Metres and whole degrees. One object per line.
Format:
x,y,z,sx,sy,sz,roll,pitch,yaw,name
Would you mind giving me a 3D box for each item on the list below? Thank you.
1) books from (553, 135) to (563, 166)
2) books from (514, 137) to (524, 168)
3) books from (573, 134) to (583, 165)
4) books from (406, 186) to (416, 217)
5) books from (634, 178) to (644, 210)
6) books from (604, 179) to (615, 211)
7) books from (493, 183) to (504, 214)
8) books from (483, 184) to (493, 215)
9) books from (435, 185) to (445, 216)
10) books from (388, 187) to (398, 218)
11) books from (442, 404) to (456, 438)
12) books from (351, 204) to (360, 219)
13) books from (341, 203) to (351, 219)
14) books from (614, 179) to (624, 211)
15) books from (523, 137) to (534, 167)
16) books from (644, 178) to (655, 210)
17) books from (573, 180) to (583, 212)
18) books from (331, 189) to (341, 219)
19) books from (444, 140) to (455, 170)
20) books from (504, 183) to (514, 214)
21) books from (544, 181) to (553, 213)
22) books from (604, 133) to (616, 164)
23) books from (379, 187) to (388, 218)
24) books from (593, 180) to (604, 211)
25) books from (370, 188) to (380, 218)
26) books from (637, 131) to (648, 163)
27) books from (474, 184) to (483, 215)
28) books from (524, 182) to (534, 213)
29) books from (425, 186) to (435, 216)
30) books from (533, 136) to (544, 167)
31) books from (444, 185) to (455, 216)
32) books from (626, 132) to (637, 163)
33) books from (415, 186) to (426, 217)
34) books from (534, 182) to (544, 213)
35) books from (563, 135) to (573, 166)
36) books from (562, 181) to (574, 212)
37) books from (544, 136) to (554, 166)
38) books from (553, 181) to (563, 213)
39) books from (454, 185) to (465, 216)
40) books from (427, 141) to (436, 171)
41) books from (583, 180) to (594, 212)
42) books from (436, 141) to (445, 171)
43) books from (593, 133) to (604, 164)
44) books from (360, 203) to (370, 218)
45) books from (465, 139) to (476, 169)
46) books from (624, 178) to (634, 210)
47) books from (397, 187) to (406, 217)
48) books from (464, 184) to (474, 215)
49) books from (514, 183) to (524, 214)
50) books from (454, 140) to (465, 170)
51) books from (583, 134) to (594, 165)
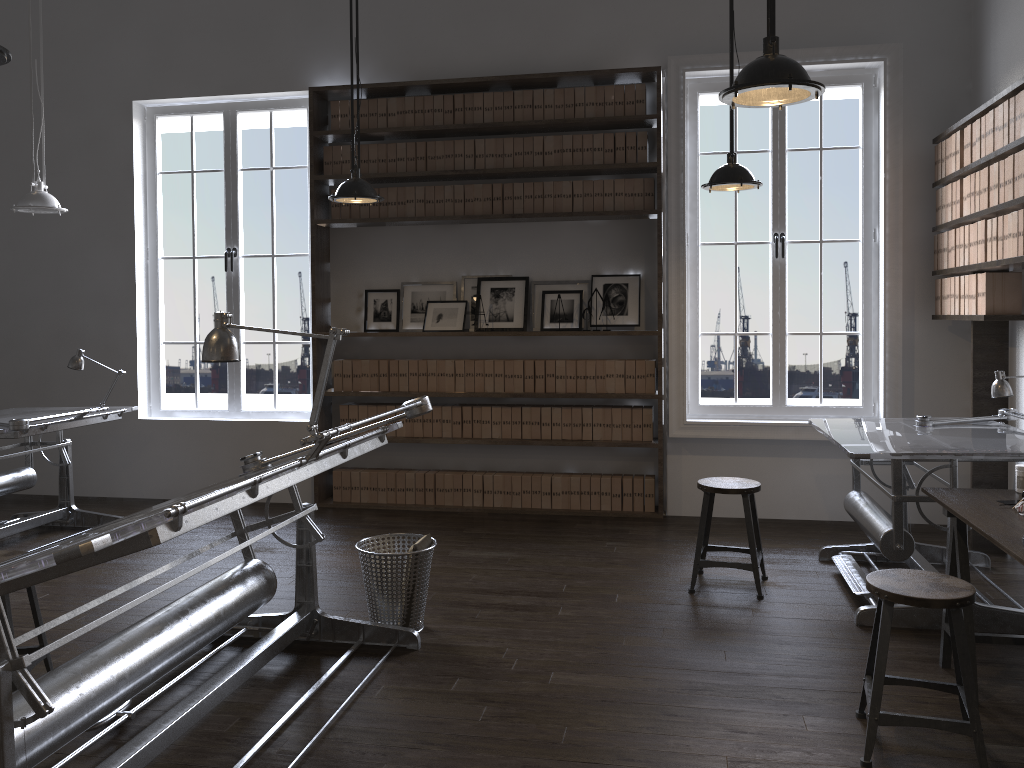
0.330,-1.594,6.139,0.067,0.225,0.175,0,3,11,books
0.060,-1.596,6.192,0.067,0.225,0.175,0,3,11,books
0.462,-1.593,6.116,0.067,0.225,0.175,0,3,11,books
-0.703,-1.289,6.340,0.067,0.225,0.175,0,3,11,books
0.869,-1.279,6.045,0.067,0.225,0.175,0,3,11,books
0.670,-1.280,6.082,0.067,0.225,0.175,0,3,11,books
-0.084,-1.285,6.221,0.067,0.225,0.175,0,3,11,books
-0.156,-1.286,6.241,0.067,0.225,0.175,0,3,11,books
-0.493,-1.288,6.305,0.067,0.225,0.175,0,3,11,books
-0.831,-1.289,6.361,0.067,0.225,0.175,0,3,11,books
-0.444,0.261,6.330,0.067,0.225,0.175,0,3,11,books
-1.105,-1.291,6.419,0.067,0.225,0.175,0,3,11,books
-1.180,-1.291,6.428,0.067,0.225,0.175,0,3,11,books
0.741,-1.280,6.065,0.067,0.225,0.175,0,3,11,books
0.128,-1.595,6.178,0.067,0.225,0.175,0,3,11,books
0.938,-1.279,6.033,0.067,0.225,0.175,0,3,11,books
0.464,-1.282,6.119,0.067,0.225,0.175,0,3,11,books
-1.252,-1.292,6.447,0.067,0.225,0.175,0,3,11,books
-0.424,-1.598,6.276,0.067,0.225,0.175,0,3,11,books
-0.010,-1.285,6.213,0.067,0.225,0.175,0,3,11,books
0.265,-1.283,6.155,0.067,0.225,0.175,0,3,11,books
0.671,-1.592,6.077,0.067,0.225,0.175,0,3,11,books
-0.896,-1.290,6.379,0.067,0.225,0.175,0,3,11,books
0.602,-1.281,6.098,0.067,0.225,0.175,0,3,11,books
-0.966,-1.291,6.393,0.067,0.225,0.175,0,3,11,books
0.892,-1.591,6.033,0.067,0.225,0.175,0,3,11,books
-0.221,-1.286,6.250,0.067,0.225,0.175,0,3,11,books
0.130,-1.284,6.186,0.067,0.225,0.175,0,3,11,books
-0.562,-1.288,6.316,0.067,0.225,0.175,0,3,11,books
0.196,-1.595,6.161,0.067,0.225,0.175,0,3,11,books
-0.425,-1.287,6.288,0.067,0.225,0.175,0,3,11,books
0.818,-1.591,6.049,0.067,0.225,0.175,0,3,11,books
-0.632,-1.288,6.325,0.067,0.225,0.175,0,3,11,books
0.200,-1.284,6.173,0.067,0.225,0.175,0,3,11,books
0.395,-1.593,6.122,0.067,0.225,0.175,0,3,11,books
0.393,-1.282,6.134,0.067,0.225,0.175,0,3,11,books
0.268,-1.594,6.149,0.067,0.225,0.175,0,3,11,books
0.331,-1.283,6.147,0.067,0.225,0.175,0,3,11,books
-0.355,-1.286,6.271,0.067,0.225,0.175,0,3,11,books
-0.550,-1.599,6.307,0.067,0.225,0.175,0,3,11,books
0.533,-1.281,6.109,0.067,0.225,0.175,0,3,11,books
-0.486,-1.599,6.292,0.067,0.225,0.175,0,3,11,books
0.601,-1.592,6.085,0.067,0.225,0.175,0,3,11,books
-1.036,-1.291,6.402,0.067,0.225,0.175,0,3,11,books
-0.281,-1.598,6.253,0.067,0.225,0.175,0,3,11,books
0.806,-1.279,6.053,0.067,0.225,0.175,0,3,11,books
-0.764,-1.289,6.353,0.067,0.225,0.175,0,3,11,books
-0.284,-1.286,6.258,0.067,0.225,0.175,0,3,11,books
0.060,-1.284,6.195,0.067,0.225,0.175,0,3,11,books
-0.353,-1.598,6.263,0.067,0.225,0.175,0,3,11,books
0.532,-1.593,6.102,0.067,0.225,0.175,0,3,11,books
